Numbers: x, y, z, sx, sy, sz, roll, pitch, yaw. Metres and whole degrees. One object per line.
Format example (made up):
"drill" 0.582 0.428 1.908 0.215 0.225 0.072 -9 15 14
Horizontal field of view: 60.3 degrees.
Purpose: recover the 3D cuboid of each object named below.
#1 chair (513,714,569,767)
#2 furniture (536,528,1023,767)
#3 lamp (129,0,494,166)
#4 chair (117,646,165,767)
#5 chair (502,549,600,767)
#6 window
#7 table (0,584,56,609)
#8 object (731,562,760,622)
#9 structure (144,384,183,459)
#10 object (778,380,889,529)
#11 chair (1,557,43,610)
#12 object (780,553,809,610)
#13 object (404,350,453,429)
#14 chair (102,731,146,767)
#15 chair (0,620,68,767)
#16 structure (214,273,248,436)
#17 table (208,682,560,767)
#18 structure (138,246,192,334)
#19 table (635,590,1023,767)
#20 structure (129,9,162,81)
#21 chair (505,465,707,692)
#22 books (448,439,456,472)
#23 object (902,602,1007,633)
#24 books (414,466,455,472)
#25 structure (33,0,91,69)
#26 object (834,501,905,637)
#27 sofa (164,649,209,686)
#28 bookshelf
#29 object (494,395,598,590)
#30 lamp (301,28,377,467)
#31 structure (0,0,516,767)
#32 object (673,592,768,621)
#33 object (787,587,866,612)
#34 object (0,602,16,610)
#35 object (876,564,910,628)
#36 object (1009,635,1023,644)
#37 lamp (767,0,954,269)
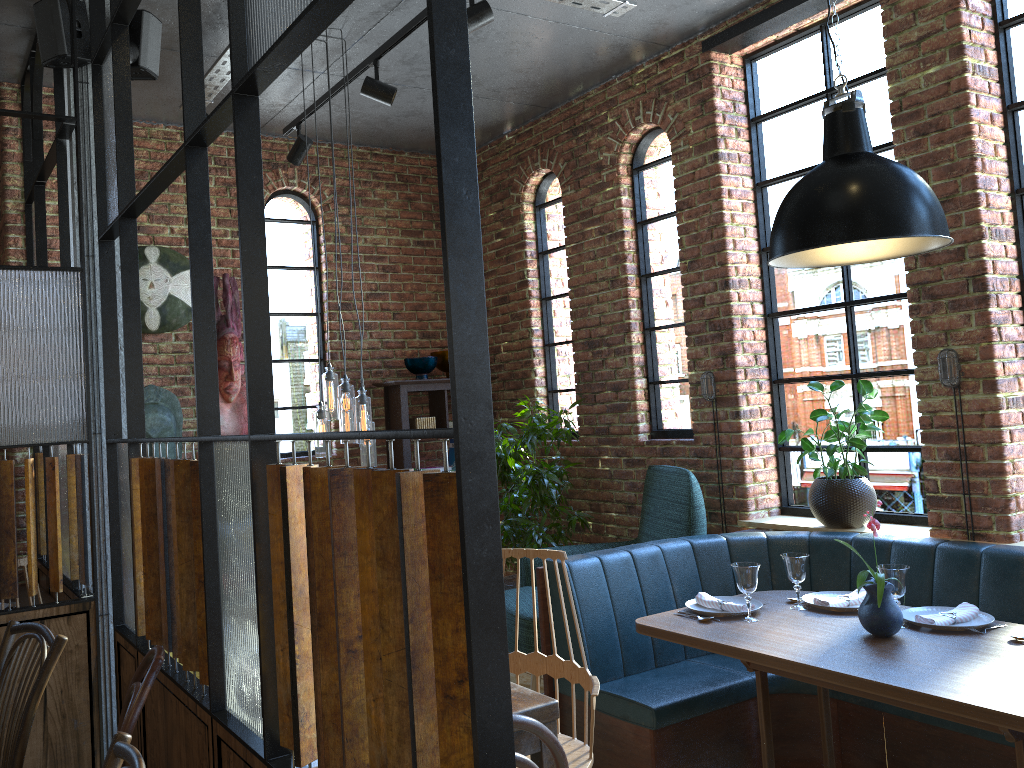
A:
"chair" -0.120 1.045 1.754 0.431 0.922 0.558 -3 -3 -12
"furniture" 1.441 1.025 2.827 1.308 0.823 2.719 -2 -2 -34
"lamp" -1.931 -1.458 0.949 6.002 0.274 7.523 -3 -2 -34
"chair" -1.063 1.112 2.023 0.537 0.922 0.447 -3 -3 -16
"chair" 0.005 1.023 2.606 0.557 1.007 0.432 -5 -3 28
"window" 0.591 -0.491 3.987 8.838 2.433 3.312 -4 -2 24
"table" -2.396 1.344 3.830 0.719 0.728 0.781 -2 -3 -33
"object" 0.820 0.724 3.065 0.098 0.192 0.099 -4 -3 -4
"structure" -2.098 0.322 5.140 0.352 0.641 0.108 -2 -4 -31
"object" 1.497 0.311 3.982 0.380 0.664 0.519 -3 -3 -11
"chair" -2.015 1.173 3.387 0.471 1.007 0.510 -7 -4 43
"object" 1.030 0.714 3.185 0.098 0.192 0.099 -4 -3 -4
"object" -0.447 0.659 5.931 0.582 1.764 0.341 -1 -4 -39
"chair" -0.799 1.076 1.315 0.502 0.917 0.420 -2 -3 -28
"chair" -1.486 1.147 2.324 0.424 0.917 0.497 -7 -4 41
"structure" -1.768 -0.103 5.454 0.231 1.148 0.221 -5 -3 12
"table" -0.383 1.174 2.272 0.719 0.728 0.781 -2 -3 -33
"structure" -2.122 -0.560 5.215 0.509 0.522 0.153 -2 -4 -32
"table" 1.221 1.117 2.692 0.788 0.662 1.603 -2 -2 -34
"structure" -1.595 -1.443 3.760 0.187 0.268 0.163 -4 -3 7
"chair" 0.438 0.995 4.450 1.019 1.099 0.817 -3 -3 -9
"books" -0.366 0.504 6.038 0.119 0.258 0.169 -2 -3 -34
"object" 1.400 0.754 2.880 0.259 0.051 0.337 -3 -2 -30
"books" -0.542 0.600 5.896 0.258 0.080 0.186 -3 -2 -33
"structure" -1.842 -1.432 3.608 0.172 0.268 0.177 -5 -3 29
"object" 1.148 0.577 2.798 0.133 0.432 0.222 -3 -3 -16
"sofa" -1.432 1.291 4.812 0.827 0.764 1.901 -6 -3 41
"bookshelf" -0.459 0.805 5.927 0.782 1.671 0.329 -2 -4 -32
"object" 0.114 0.823 5.222 0.896 1.531 0.693 -6 -4 36
"lamp" -0.951 -0.649 4.205 0.497 2.123 0.291 -4 -3 -7
"structure" -1.997 -0.075 0.415 6.115 3.331 5.751 -5 -3 40
"object" 0.757 0.803 3.211 0.312 0.051 0.280 -3 -2 -30
"object" 1.182 0.776 3.198 0.259 0.051 0.337 -3 -2 -30
"object" -2.237 0.940 3.687 0.312 0.051 0.280 -3 -2 -30
"object" 1.250 0.692 2.871 0.098 0.192 0.099 -4 -3 -4
"object" 1.644 0.729 2.539 0.259 0.051 0.337 -3 -2 -30
"lamp" 1.040 -1.069 2.811 0.517 1.328 0.540 -3 -3 -16
